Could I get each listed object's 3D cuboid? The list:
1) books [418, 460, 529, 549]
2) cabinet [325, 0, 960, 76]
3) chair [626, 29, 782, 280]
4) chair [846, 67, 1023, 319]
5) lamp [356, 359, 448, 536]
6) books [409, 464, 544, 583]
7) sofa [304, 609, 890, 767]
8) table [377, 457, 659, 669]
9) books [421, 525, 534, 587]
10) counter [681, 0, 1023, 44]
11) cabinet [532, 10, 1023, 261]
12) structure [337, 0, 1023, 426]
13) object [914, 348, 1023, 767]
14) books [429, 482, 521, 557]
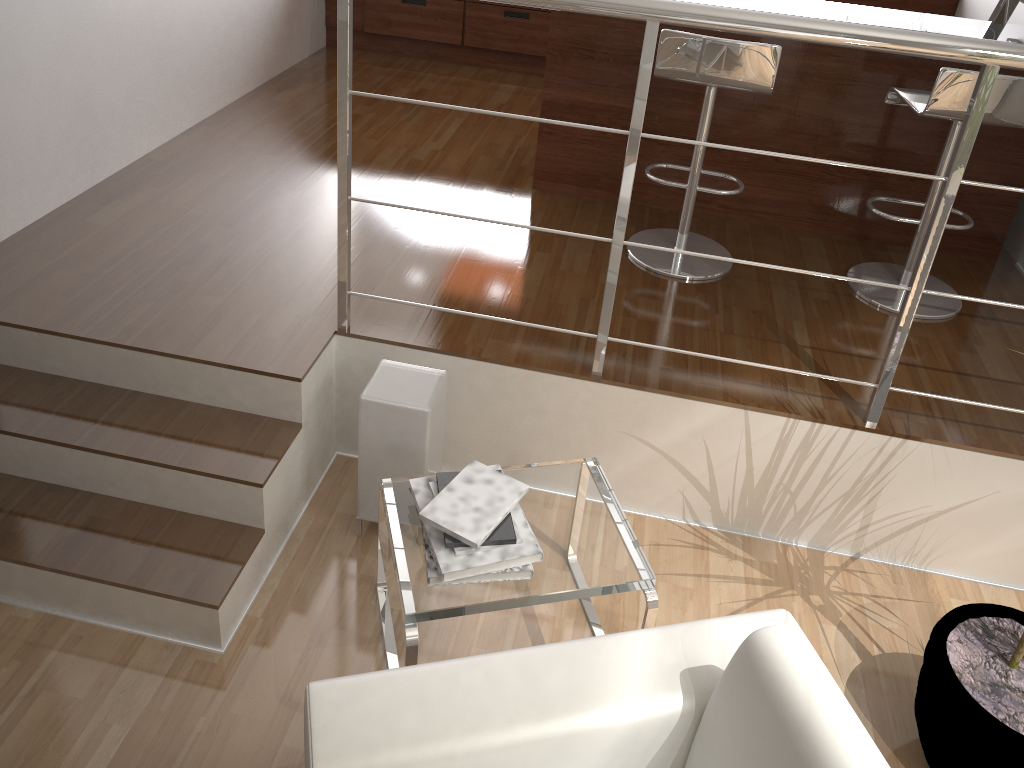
[{"bbox_3d":[-0.081,0.260,1.934,0.155,0.013,0.227,21,36,22],"label":"books"},{"bbox_3d":[0.660,-2.243,5.220,3.513,0.748,0.725,10,31,7],"label":"cabinet"},{"bbox_3d":[0.648,-0.814,3.017,0.391,0.792,0.452,12,30,10],"label":"chair"},{"bbox_3d":[1.426,-0.669,2.916,0.388,0.792,0.454,8,30,3],"label":"chair"},{"bbox_3d":[-0.306,0.195,2.424,0.193,0.449,0.212,10,30,7],"label":"lamp"},{"bbox_3d":[-0.085,0.301,1.956,0.228,0.025,0.306,-7,35,-19],"label":"books"},{"bbox_3d":[0.293,1.133,0.874,0.907,0.691,1.904,-3,34,-14],"label":"sofa"},{"bbox_3d":[-0.017,0.489,2.091,0.551,0.374,0.496,-4,33,-15],"label":"table"},{"bbox_3d":[-0.088,0.323,1.968,0.227,0.025,0.307,-1,34,-11],"label":"books"},{"bbox_3d":[1.222,-1.510,3.329,2.108,0.298,0.895,10,33,7],"label":"counter"},{"bbox_3d":[1.079,-1.133,3.646,1.853,0.702,0.675,10,31,7],"label":"cabinet"},{"bbox_3d":[0.645,-0.397,2.214,2.330,0.983,0.061,10,29,7],"label":"structure"},{"bbox_3d":[1.116,0.264,1.695,0.509,1.376,0.464,16,31,18],"label":"object"},{"bbox_3d":[-0.084,0.284,1.947,0.152,0.013,0.231,-7,35,-19],"label":"books"}]
